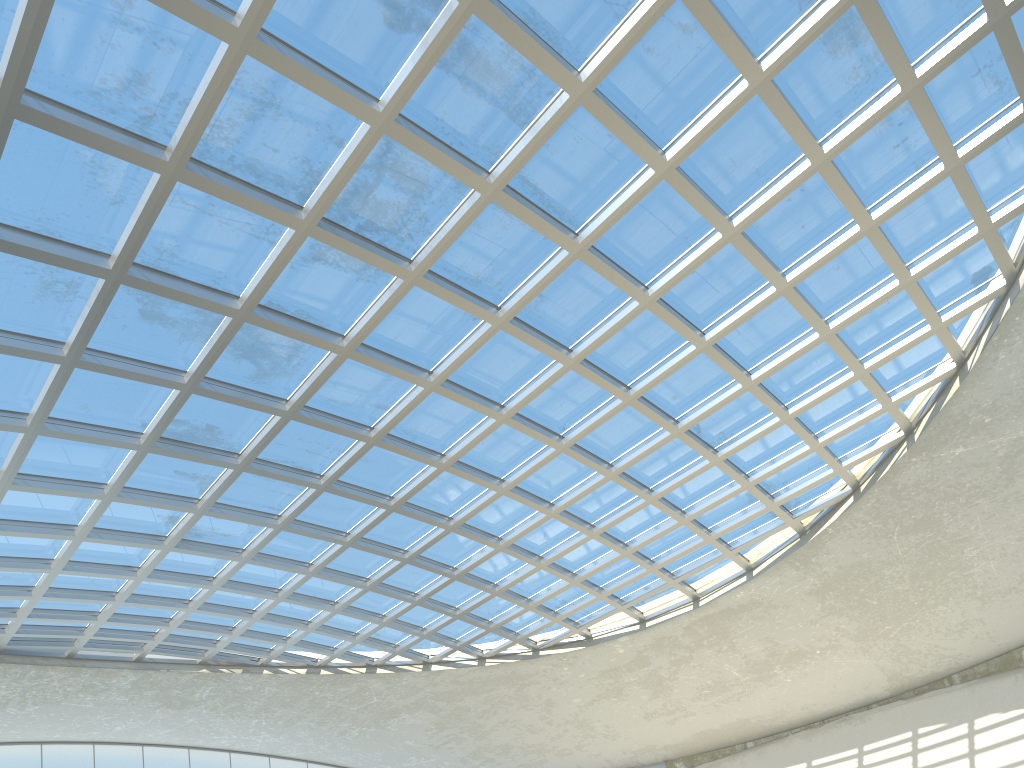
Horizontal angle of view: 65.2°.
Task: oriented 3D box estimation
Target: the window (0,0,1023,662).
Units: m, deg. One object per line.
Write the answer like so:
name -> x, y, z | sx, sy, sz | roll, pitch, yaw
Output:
window -> -9.869, 6.232, 46.002 | 82.658, 9.726, 86.655 | 24, -46, -38
